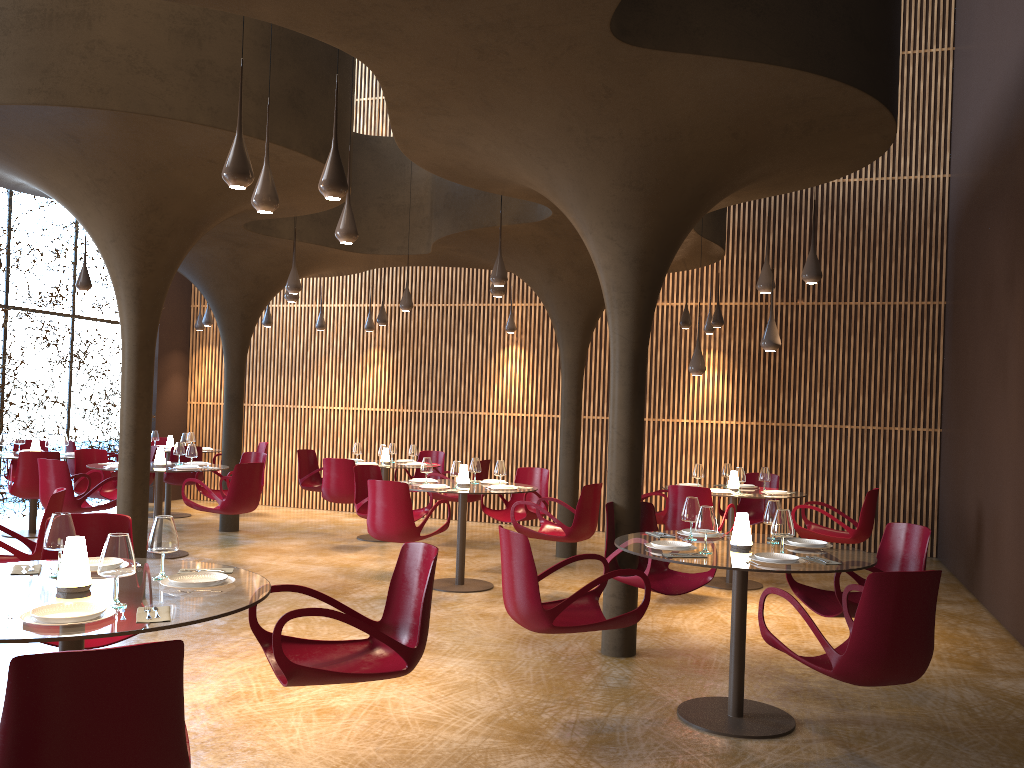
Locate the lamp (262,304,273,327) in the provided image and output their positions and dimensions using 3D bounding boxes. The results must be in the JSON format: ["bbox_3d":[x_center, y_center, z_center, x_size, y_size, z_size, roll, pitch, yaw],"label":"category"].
[{"bbox_3d":[-4.240,-4.152,15.784,0.196,6.276,0.196,2,0,33],"label":"lamp"}]

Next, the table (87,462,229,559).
[{"bbox_3d":[-4.474,1.602,11.210,1.671,1.130,1.673,1,-2,38],"label":"table"}]

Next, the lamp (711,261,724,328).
[{"bbox_3d":[3.152,-3.970,13.140,0.196,6.276,0.196,2,0,33],"label":"lamp"}]

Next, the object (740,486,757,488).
[{"bbox_3d":[2.906,1.286,11.095,0.332,0.014,0.332,3,-2,-35],"label":"object"}]

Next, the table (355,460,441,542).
[{"bbox_3d":[-1.924,1.757,13.310,1.671,1.130,1.673,1,-1,28],"label":"table"}]

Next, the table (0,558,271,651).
[{"bbox_3d":[-1.944,1.469,3.890,1.673,1.130,1.672,3,-1,-21],"label":"table"}]

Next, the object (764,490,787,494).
[{"bbox_3d":[3.062,1.257,10.289,0.263,0.029,0.263,2,-2,14],"label":"object"}]

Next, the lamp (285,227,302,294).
[{"bbox_3d":[-2.566,-4.243,10.866,0.196,6.276,0.196,2,0,-37],"label":"lamp"}]

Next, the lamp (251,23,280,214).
[{"bbox_3d":[-1.637,-4.350,6.285,0.196,6.276,0.196,2,0,43],"label":"lamp"}]

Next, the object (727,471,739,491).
[{"bbox_3d":[2.658,1.156,10.629,0.144,0.232,0.142,2,-1,14],"label":"object"}]

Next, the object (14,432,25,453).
[{"bbox_3d":[-7.084,0.844,12.754,0.142,0.295,0.142,2,-1,30],"label":"object"}]

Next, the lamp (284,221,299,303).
[{"bbox_3d":[-2.816,-4.224,11.796,0.196,6.276,0.196,2,0,-37],"label":"lamp"}]

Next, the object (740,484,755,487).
[{"bbox_3d":[2.906,1.276,11.095,0.263,0.029,0.263,4,-2,-45],"label":"object"}]

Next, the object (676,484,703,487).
[{"bbox_3d":[2.185,1.254,10.911,0.332,0.014,0.332,4,-2,-43],"label":"object"}]

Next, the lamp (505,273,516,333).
[{"bbox_3d":[0.086,-4.015,15.258,0.196,6.276,0.196,2,0,33],"label":"lamp"}]

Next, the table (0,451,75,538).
[{"bbox_3d":[-6.757,1.561,12.525,1.673,1.130,1.672,3,-1,-30],"label":"table"}]

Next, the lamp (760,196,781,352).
[{"bbox_3d":[2.655,-3.459,8.736,0.196,6.276,0.196,2,0,-27],"label":"lamp"}]

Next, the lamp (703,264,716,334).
[{"bbox_3d":[3.260,-3.935,14.160,0.196,6.276,0.196,2,0,43],"label":"lamp"}]

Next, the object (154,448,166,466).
[{"bbox_3d":[-4.450,0.922,11.212,0.142,0.232,0.144,2,-1,-27],"label":"object"}]

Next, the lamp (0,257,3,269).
[{"bbox_3d":[-5.635,-4.384,9.811,0.196,6.276,0.196,2,0,-27],"label":"lamp"}]

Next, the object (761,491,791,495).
[{"bbox_3d":[3.062,1.267,10.289,0.332,0.014,0.332,2,-2,8],"label":"object"}]

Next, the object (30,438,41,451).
[{"bbox_3d":[-6.733,0.881,12.527,0.142,0.232,0.144,2,-1,-17],"label":"object"}]

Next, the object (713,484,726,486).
[{"bbox_3d":[2.670,1.290,11.286,0.126,0.017,0.262,1,-2,36],"label":"object"}]

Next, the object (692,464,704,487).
[{"bbox_3d":[2.245,1.113,10.685,0.142,0.295,0.142,2,-1,-23],"label":"object"}]

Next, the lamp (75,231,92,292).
[{"bbox_3d":[-5.379,-4.328,11.375,0.196,6.276,0.196,2,0,-27],"label":"lamp"}]

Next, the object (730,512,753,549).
[{"bbox_3d":[1.526,0.971,5.886,0.144,0.232,0.142,2,-1,-24],"label":"object"}]

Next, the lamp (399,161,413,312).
[{"bbox_3d":[-1.365,-4.154,12.391,0.196,6.276,0.196,2,0,33],"label":"lamp"}]

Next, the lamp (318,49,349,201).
[{"bbox_3d":[-1.056,-4.344,5.795,0.196,6.276,0.196,2,0,3],"label":"lamp"}]

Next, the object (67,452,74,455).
[{"bbox_3d":[-6.241,1.001,12.715,0.263,0.029,0.263,2,-2,11],"label":"object"}]

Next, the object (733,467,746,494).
[{"bbox_3d":[2.622,1.112,10.220,0.142,0.295,0.142,2,-1,27],"label":"object"}]

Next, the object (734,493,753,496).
[{"bbox_3d":[2.608,1.248,9.981,0.126,0.017,0.262,1,-2,39],"label":"object"}]

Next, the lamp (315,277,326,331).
[{"bbox_3d":[-3.374,-4.111,16.144,0.196,6.276,0.196,2,0,33],"label":"lamp"}]

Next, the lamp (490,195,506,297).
[{"bbox_3d":[-0.056,-4.166,10.464,0.196,6.276,0.196,2,0,-37],"label":"lamp"}]

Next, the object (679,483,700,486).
[{"bbox_3d":[2.186,1.245,10.911,0.263,0.029,0.263,1,-2,31],"label":"object"}]

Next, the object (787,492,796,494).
[{"bbox_3d":[3.227,1.287,10.542,0.262,0.017,0.126,1,-2,30],"label":"object"}]

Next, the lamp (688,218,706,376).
[{"bbox_3d":[2.166,-3.233,9.853,0.196,6.276,0.196,2,0,-27],"label":"lamp"}]

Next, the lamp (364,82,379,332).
[{"bbox_3d":[-2.466,-4.082,16.028,0.196,6.276,0.196,2,0,43],"label":"lamp"}]

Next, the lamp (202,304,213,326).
[{"bbox_3d":[-5.405,-4.185,16.078,0.196,6.276,0.196,2,0,43],"label":"lamp"}]

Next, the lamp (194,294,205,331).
[{"bbox_3d":[-5.938,-4.170,17.176,0.196,6.276,0.196,2,0,43],"label":"lamp"}]

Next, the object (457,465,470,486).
[{"bbox_3d":[-0.542,1.022,9.946,0.142,0.232,0.144,2,-1,-7],"label":"object"}]

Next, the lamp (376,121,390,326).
[{"bbox_3d":[-2.040,-4.107,14.697,0.196,6.276,0.196,2,0,33],"label":"lamp"}]

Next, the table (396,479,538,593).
[{"bbox_3d":[-0.566,1.702,9.943,1.671,1.130,1.673,1,-2,38],"label":"table"}]

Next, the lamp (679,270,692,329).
[{"bbox_3d":[2.745,-3.975,13.463,0.196,6.276,0.196,2,0,33],"label":"lamp"}]

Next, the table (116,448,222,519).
[{"bbox_3d":[-5.811,1.671,15.007,1.673,1.130,1.672,3,-1,-30],"label":"table"}]

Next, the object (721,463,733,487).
[{"bbox_3d":[2.683,1.139,11.047,0.142,0.295,0.142,2,0,1],"label":"object"}]

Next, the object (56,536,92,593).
[{"bbox_3d":[-1.920,0.788,3.892,0.142,0.232,0.144,2,-1,-22],"label":"object"}]

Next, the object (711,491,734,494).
[{"bbox_3d":[2.387,1.239,10.186,0.332,0.014,0.332,4,-2,-44],"label":"object"}]

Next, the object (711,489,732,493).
[{"bbox_3d":[2.387,1.230,10.186,0.263,0.029,0.263,1,-2,23],"label":"object"}]

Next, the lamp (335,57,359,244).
[{"bbox_3d":[-1.261,-4.304,7.360,0.196,6.276,0.196,2,0,-37],"label":"lamp"}]

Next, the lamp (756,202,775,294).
[{"bbox_3d":[2.794,-4.098,9.387,0.196,6.276,0.196,2,0,-27],"label":"lamp"}]

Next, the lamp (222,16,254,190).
[{"bbox_3d":[-1.614,-4.371,5.584,0.196,6.276,0.196,2,0,3],"label":"lamp"}]

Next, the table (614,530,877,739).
[{"bbox_3d":[1.502,1.652,5.884,1.672,1.130,1.672,2,-1,-14],"label":"table"}]

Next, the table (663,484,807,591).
[{"bbox_3d":[2.634,1.837,10.626,1.671,1.130,1.673,1,-2,38],"label":"table"}]

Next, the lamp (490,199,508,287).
[{"bbox_3d":[-0.032,-4.193,9.562,0.196,6.276,0.196,2,0,-37],"label":"lamp"}]

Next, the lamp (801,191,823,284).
[{"bbox_3d":[3.021,-4.113,8.619,0.196,6.276,0.196,2,0,-27],"label":"lamp"}]

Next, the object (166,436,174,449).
[{"bbox_3d":[-5.787,0.990,15.010,0.144,0.232,0.142,2,-1,-7],"label":"object"}]

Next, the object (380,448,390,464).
[{"bbox_3d":[-1.900,1.076,13.312,0.142,0.232,0.144,2,-1,3],"label":"object"}]

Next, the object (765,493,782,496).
[{"bbox_3d":[3.060,1.268,10.285,0.204,0.012,0.411,1,-2,26],"label":"object"}]

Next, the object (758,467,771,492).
[{"bbox_3d":[2.996,1.134,10.512,0.142,0.295,0.142,2,-1,6],"label":"object"}]
